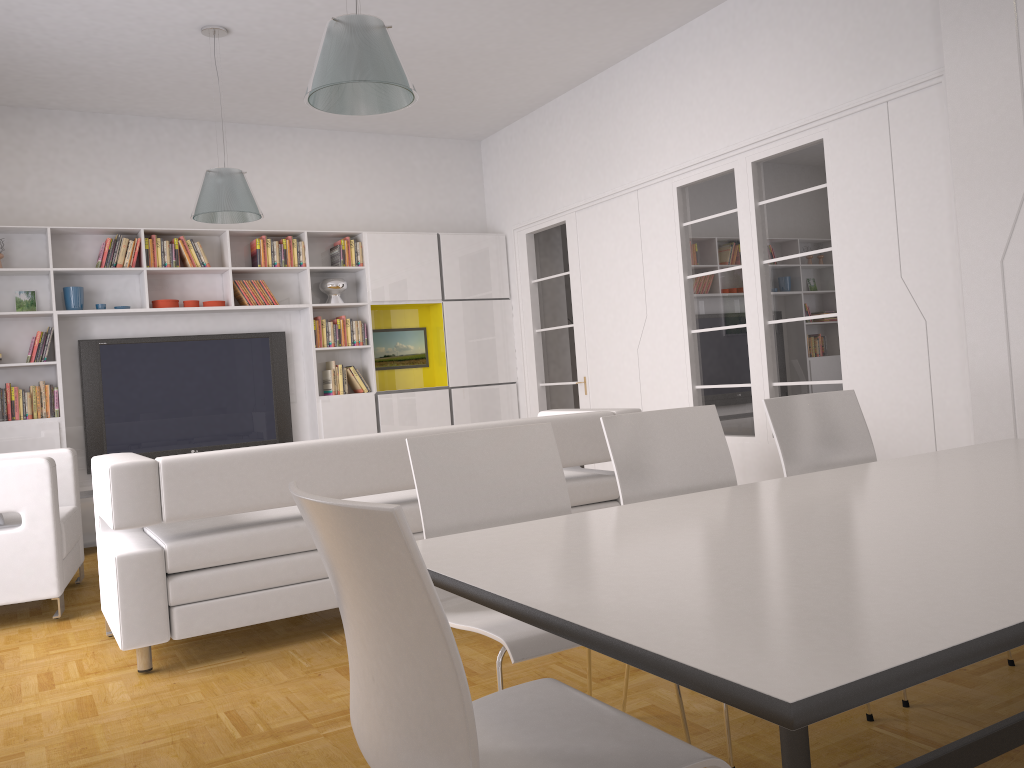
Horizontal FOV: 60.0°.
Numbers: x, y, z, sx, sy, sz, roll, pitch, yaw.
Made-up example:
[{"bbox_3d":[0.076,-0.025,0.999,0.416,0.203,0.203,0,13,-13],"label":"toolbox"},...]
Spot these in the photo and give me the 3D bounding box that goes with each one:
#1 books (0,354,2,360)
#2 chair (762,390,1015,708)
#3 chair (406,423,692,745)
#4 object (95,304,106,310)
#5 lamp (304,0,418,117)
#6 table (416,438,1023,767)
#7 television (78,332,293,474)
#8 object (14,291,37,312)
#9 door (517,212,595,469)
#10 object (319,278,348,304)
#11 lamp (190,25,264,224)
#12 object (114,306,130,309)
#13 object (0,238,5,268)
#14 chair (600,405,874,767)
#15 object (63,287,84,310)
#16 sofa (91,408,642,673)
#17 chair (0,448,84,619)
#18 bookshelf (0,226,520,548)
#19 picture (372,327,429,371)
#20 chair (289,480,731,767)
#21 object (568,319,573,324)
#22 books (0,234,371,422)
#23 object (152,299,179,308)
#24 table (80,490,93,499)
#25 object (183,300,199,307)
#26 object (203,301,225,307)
[{"bbox_3d":[-3.999,-0.191,6.664,0.284,0.153,0.207,-4,0,-30],"label":"books"},{"bbox_3d":[1.243,0.495,3.036,0.561,0.931,0.575,-4,0,-30],"label":"chair"},{"bbox_3d":[0.064,0.591,2.359,0.561,0.931,0.575,-4,0,-30],"label":"chair"},{"bbox_3d":[-3.280,-0.607,7.075,0.078,0.056,0.078,-4,0,-5],"label":"object"},{"bbox_3d":[-0.664,-1.791,3.647,0.465,1.250,0.464,-4,-1,-30],"label":"lamp"},{"bbox_3d":[1.056,0.620,2.025,2.412,0.722,1.210,-5,0,-30],"label":"table"},{"bbox_3d":[-2.707,0.135,7.481,1.661,1.088,0.082,-4,0,-30],"label":"television"},{"bbox_3d":[-3.795,-0.636,6.921,0.144,0.190,0.051,-4,-1,-30],"label":"object"},{"bbox_3d":[0.412,-0.263,8.148,0.139,2.455,1.008,-4,-1,-30],"label":"door"},{"bbox_3d":[-1.615,-0.830,8.044,0.256,0.239,0.256,-4,0,-22],"label":"object"},{"bbox_3d":[-1.923,-1.719,5.854,0.465,1.250,0.464,-4,-1,-30],"label":"lamp"},{"bbox_3d":[-3.143,-0.607,7.152,0.124,0.032,0.123,-5,1,-44],"label":"object"},{"bbox_3d":[-3.969,-0.984,6.763,0.179,0.260,0.119,-4,0,-9],"label":"object"},{"bbox_3d":[0.636,0.545,2.688,0.561,0.931,0.575,-4,0,-30],"label":"chair"},{"bbox_3d":[-3.449,-0.662,6.981,0.147,0.192,0.147,-4,0,-41],"label":"object"},{"bbox_3d":[-0.604,0.647,4.437,2.624,0.849,0.822,-5,0,-30],"label":"sofa"},{"bbox_3d":[-2.859,0.768,4.879,0.802,0.911,1.095,-4,0,-20],"label":"chair"},{"bbox_3d":[-2.379,-0.060,7.604,5.368,2.480,0.389,-5,0,-30],"label":"bookshelf"},{"bbox_3d":[-1.086,-0.337,8.474,0.609,0.388,0.007,-4,0,-30],"label":"picture"},{"bbox_3d":[-0.018,0.607,1.434,0.576,0.931,0.560,-4,0,-30],"label":"chair"},{"bbox_3d":[1.010,-0.078,9.001,0.885,2.005,0.589,-4,-1,-9],"label":"object"},{"bbox_3d":[-3.042,-0.507,7.210,3.865,1.456,0.235,-5,0,-30],"label":"books"},{"bbox_3d":[-2.863,-0.651,7.328,0.211,0.073,0.211,-4,1,35],"label":"object"},{"bbox_3d":[-2.403,0.973,7.081,1.974,0.435,0.437,-5,0,-30],"label":"table"},{"bbox_3d":[-2.686,-0.659,7.429,0.129,0.073,0.129,-5,0,-33],"label":"object"},{"bbox_3d":[-2.520,-0.669,7.503,0.182,0.054,0.182,-5,1,-33],"label":"object"}]
